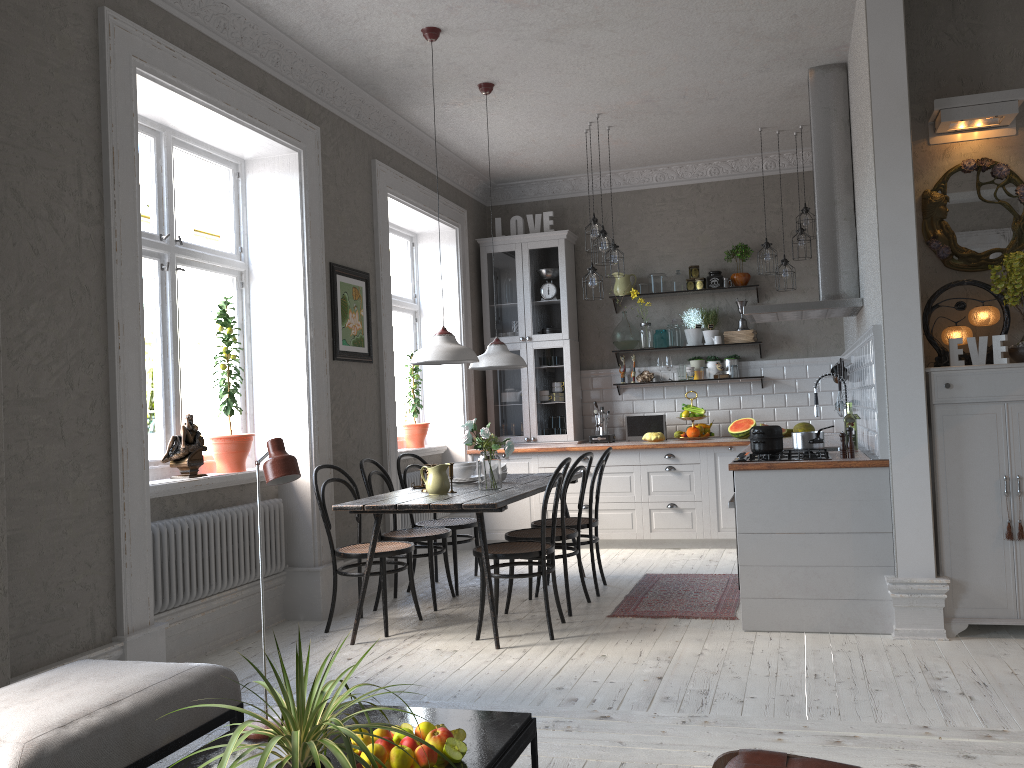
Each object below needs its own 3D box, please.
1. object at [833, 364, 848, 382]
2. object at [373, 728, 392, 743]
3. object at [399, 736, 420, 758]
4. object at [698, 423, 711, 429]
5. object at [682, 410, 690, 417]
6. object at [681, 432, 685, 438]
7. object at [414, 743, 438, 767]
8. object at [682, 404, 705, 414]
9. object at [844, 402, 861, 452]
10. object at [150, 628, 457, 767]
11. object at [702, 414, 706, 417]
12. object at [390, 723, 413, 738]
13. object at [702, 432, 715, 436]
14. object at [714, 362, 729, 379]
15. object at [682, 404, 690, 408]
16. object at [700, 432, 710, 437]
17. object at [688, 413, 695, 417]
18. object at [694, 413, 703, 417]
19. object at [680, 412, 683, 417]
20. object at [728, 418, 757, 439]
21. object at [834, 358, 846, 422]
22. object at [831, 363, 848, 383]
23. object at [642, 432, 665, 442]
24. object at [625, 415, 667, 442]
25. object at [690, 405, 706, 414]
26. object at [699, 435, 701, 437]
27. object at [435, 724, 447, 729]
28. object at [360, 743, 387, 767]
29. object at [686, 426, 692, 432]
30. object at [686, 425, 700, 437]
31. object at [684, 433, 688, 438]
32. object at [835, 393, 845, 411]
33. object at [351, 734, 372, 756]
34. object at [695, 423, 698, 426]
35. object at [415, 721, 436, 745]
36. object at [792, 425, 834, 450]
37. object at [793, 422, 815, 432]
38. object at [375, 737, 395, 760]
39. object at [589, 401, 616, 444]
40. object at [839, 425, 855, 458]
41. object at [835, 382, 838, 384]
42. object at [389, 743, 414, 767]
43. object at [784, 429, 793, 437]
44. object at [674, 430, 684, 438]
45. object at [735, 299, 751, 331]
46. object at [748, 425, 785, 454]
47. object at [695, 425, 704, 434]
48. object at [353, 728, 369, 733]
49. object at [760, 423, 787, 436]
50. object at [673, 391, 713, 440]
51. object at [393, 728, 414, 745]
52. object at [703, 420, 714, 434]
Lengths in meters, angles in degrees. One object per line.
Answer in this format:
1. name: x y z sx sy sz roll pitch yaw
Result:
1. object: 2.472 -0.084 6.673 0.107 0.161 0.138 -3 -2 19
2. object: -0.347 0.942 2.346 0.057 0.058 0.058 -3 -2 0
3. object: -0.262 0.936 2.281 0.056 0.058 0.059 -3 -2 8
4. object: 1.664 0.365 7.644 0.126 0.056 0.060 -3 -2 8
5. object: 1.492 0.259 7.597 0.058 0.069 0.080 -4 -2 36
6. object: 1.493 0.439 7.649 0.090 0.057 0.083 -1 -2 -41
7. object: -0.215 0.933 2.225 0.056 0.058 0.057 -4 -2 41
8. object: 1.563 0.214 7.623 0.208 0.101 0.068 -3 -2 23
9. object: 1.936 0.246 5.028 0.088 0.282 0.083 -3 -2 17
10. object: -0.448 0.764 2.021 0.717 0.420 0.676 -4 -2 35
11. object: 1.648 0.275 7.635 0.051 0.050 0.050 -3 -2 26
12. object: -0.298 0.951 2.405 0.064 0.039 0.067 -3 -2 23
13. object: 1.667 0.431 7.686 0.055 0.044 0.212 -1 -2 -35
14. object: 1.832 -0.120 7.737 0.120 0.147 0.099 -2 -2 -16
15. object: 1.500 0.196 7.646 0.073 0.058 0.050 -2 -2 -7
16. object: 1.646 0.438 7.563 0.069 0.051 0.088 -2 -2 -25
17. object: 1.536 0.280 7.600 0.063 0.061 0.067 -3 -2 17
18. object: 1.600 0.279 7.617 0.076 0.062 0.100 -2 -2 -10
19. object: 1.501 0.277 7.673 0.095 0.078 0.101 -3 -2 4
20. object: 1.915 0.372 7.369 0.231 0.174 0.222 -4 -2 38
21. object: 2.292 0.043 6.200 0.080 0.443 0.333 -3 -2 18
22. object: 2.423 -0.086 6.553 0.106 0.161 0.139 -4 -2 34
23. object: 1.213 0.452 7.571 0.194 0.083 0.191 -3 -2 17
24. object: 1.180 0.389 7.795 0.347 0.226 0.089 -3 -2 16
25. object: 1.611 0.223 7.681 0.177 0.096 0.090 -4 -2 37
26. object: 1.581 0.447 7.587 0.070 0.065 0.070 -4 -2 38
27. object: -0.200 0.949 2.433 0.047 0.036 0.062 -3 -2 28
28. object: -0.347 0.934 2.214 0.069 0.066 0.071 -4 -2 32
29. object: 1.577 0.400 7.720 0.077 0.076 0.157 -4 -2 43
30. object: 1.538 0.406 7.524 0.114 0.110 0.110 -2 -2 -16
31. object: 1.513 0.447 7.660 0.070 0.076 0.229 -3 -2 0
32. object: 2.602 0.029 7.043 0.076 0.378 0.083 -3 -2 17
33. object: -0.395 0.938 2.291 0.066 0.066 0.071 -3 -2 22
34. object: 1.604 0.387 7.705 0.084 0.093 0.087 -3 -2 13
35. object: -0.230 0.935 2.369 0.060 0.062 0.063 -2 -2 -2
36. object: 1.683 0.294 4.868 0.178 0.134 0.297 -1 -2 -39
37. object: 2.408 0.375 7.307 0.207 0.119 0.130 -2 -2 -21
38. object: -0.330 0.940 2.283 0.058 0.056 0.060 -3 -2 4
39. object: 0.781 0.336 7.818 0.203 0.370 0.357 -3 -2 17
40. object: 1.713 0.296 4.533 0.072 0.167 0.036 -3 -2 16
41. object: 2.511 -0.083 6.797 0.106 0.161 0.139 -3 -2 29
42. object: -0.277 0.932 2.218 0.063 0.063 0.060 -1 -2 -42
43. object: 2.295 0.406 7.391 0.203 0.073 0.118 -2 -2 -20
44. object: 1.467 0.438 7.695 0.155 0.072 0.075 -1 -2 -44
45. object: 2.013 -0.606 7.743 0.130 0.287 0.131 -3 -2 2
46. object: 1.356 0.296 4.721 0.191 0.147 0.192 -2 -2 -4
47. object: 1.599 0.394 7.586 0.087 0.078 0.089 -4 -2 43
48. object: -0.416 0.947 2.363 0.069 0.055 0.059 -2 -2 -16
49. object: 2.146 0.382 7.250 0.224 0.127 0.148 -3 -2 -1
50. object: 1.560 0.271 7.651 0.351 0.425 0.352 -3 -2 2
51. object: -0.285 0.939 2.337 0.063 0.058 0.060 -2 -2 -28
52. object: 1.688 0.370 7.629 0.060 0.120 0.128 -4 -2 41
